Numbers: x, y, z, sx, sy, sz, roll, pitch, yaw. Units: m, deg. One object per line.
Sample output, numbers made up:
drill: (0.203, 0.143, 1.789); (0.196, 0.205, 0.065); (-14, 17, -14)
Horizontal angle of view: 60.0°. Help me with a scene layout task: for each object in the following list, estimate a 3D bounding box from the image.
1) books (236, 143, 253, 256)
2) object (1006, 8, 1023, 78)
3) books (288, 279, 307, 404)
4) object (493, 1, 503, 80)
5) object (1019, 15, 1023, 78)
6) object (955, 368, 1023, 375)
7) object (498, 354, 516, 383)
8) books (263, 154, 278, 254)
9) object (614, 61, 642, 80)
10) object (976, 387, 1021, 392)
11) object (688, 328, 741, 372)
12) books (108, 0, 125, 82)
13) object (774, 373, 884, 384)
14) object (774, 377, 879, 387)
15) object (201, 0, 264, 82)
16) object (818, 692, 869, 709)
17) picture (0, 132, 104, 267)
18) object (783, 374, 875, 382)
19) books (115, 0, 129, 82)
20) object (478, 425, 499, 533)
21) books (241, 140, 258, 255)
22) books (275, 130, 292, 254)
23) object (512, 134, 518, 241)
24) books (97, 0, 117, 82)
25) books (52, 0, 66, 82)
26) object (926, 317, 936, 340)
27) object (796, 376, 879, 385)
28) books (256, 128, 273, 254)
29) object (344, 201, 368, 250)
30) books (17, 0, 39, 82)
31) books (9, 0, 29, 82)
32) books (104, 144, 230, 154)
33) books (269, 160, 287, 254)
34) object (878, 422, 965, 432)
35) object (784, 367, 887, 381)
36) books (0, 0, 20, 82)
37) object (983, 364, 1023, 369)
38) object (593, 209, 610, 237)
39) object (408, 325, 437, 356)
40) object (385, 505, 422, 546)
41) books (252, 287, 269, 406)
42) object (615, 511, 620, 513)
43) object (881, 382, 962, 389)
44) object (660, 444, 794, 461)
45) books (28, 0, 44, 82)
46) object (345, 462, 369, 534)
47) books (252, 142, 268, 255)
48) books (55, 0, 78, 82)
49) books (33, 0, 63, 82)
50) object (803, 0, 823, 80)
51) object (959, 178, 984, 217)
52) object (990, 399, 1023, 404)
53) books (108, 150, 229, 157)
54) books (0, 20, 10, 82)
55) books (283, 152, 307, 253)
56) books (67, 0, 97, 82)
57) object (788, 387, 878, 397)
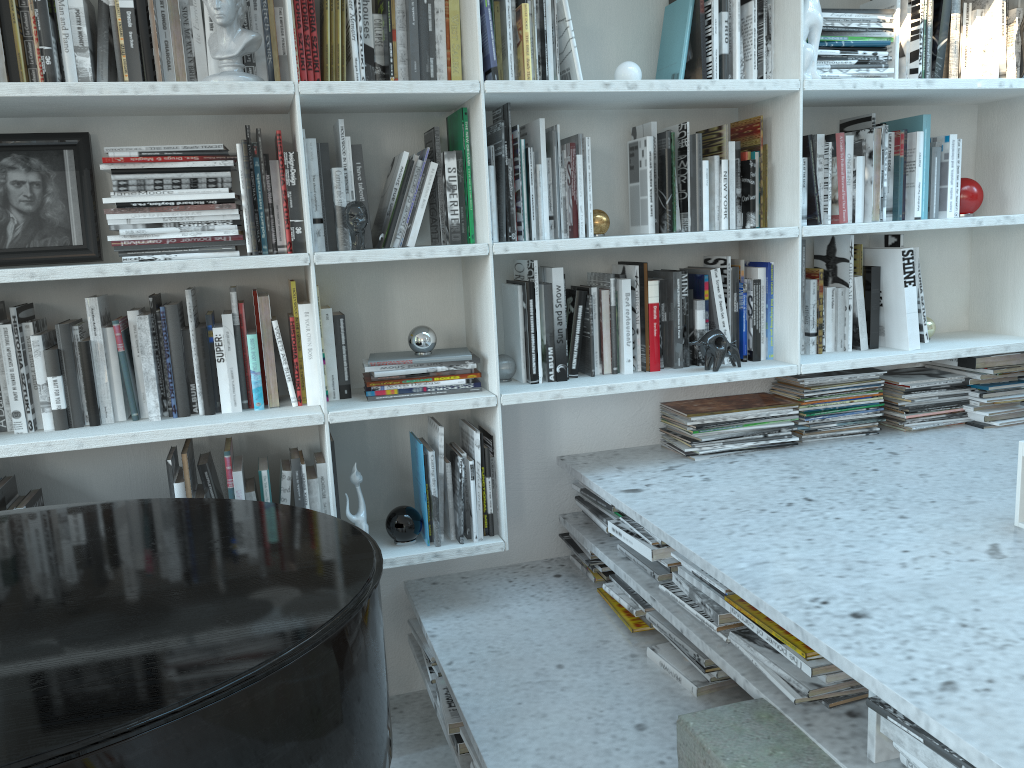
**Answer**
books: (-0.641, -0.438, 2.129); (0.012, 0.254, 0.160); (-6, 11, -15)
object: (1.431, -0.983, 2.635); (0.022, 0.212, 0.178); (-6, 11, -15)
books: (-0.539, -0.110, 2.225); (0.011, 0.301, 0.149); (-6, 11, -15)
object: (-0.051, -0.837, 2.238); (0.013, 0.208, 0.139); (-6, 11, -15)
object: (1.466, -0.997, 2.498); (0.087, 0.289, 0.075); (1, 11, 19)
object: (1.452, -0.056, 2.769); (0.144, 0.005, 0.295); (-6, 10, -17)
object: (-0.024, -0.043, 2.356); (0.071, 0.072, 0.071); (4, 12, 33)
books: (-0.589, -0.435, 2.160); (0.013, 0.233, 0.134); (-6, 11, -15)
object: (0.300, -0.796, 2.291); (0.071, 0.072, 0.071); (4, 12, 33)
object: (1.465, -0.004, 2.781); (0.134, 0.015, 0.198); (-6, 10, -15)
object: (0.541, -0.091, 2.357); (0.160, 0.114, 0.064); (-8, 11, -28)
books: (-0.884, -0.780, 2.004); (0.014, 0.259, 0.161); (-6, 11, -15)
object: (0.945, -0.027, 2.672); (0.285, 0.005, 0.159); (-6, 10, -15)
object: (0.946, -0.016, 2.673); (0.254, 0.006, 0.160); (-6, 10, -15)
object: (-0.622, -0.774, 1.938); (0.138, 0.244, 0.137); (6, 13, 39)
object: (0.559, 0.521, 1.652); (0.145, 0.010, 0.266); (-6, 10, -19)
picture: (-1.124, -0.426, 2.050); (0.300, 0.300, 0.077); (-6, 11, -15)
object: (0.946, -0.032, 2.668); (0.254, 0.006, 0.160); (-5, 10, -14)
books: (-0.871, -0.769, 2.005); (0.010, 0.234, 0.174); (-6, 11, -15)
object: (-0.059, 0.247, 2.332); (0.011, 0.261, 0.141); (-6, 11, -15)
books: (-0.629, -0.442, 2.129); (0.011, 0.261, 0.184); (-6, 11, -15)
books: (-0.554, -0.458, 2.147); (0.011, 0.280, 0.185); (-6, 11, -15)
object: (-0.012, -0.509, 2.322); (0.007, 0.266, 0.134); (-6, 11, -15)
books: (-0.916, -0.749, 2.010); (0.050, 0.199, 0.145); (-6, 11, -15)
books: (-0.999, -0.767, 1.983); (0.011, 0.252, 0.130); (-6, 11, -15)
object: (1.263, -0.171, 2.725); (0.071, 0.072, 0.071); (4, 12, 33)
object: (0.946, -0.022, 2.672); (0.254, 0.006, 0.160); (-6, 10, -15)
books: (-0.600, -0.460, 2.146); (0.011, 0.288, 0.151); (-6, 11, -15)
object: (-0.359, -0.368, 2.058); (0.054, 0.114, 0.079); (-6, 11, -17)
books: (-1.053, -0.753, 1.963); (0.025, 0.236, 0.136); (-6, 11, -15)
books: (-1.069, -0.746, 1.952); (0.012, 0.228, 0.169); (-6, 11, -15)
books: (-0.797, -0.542, 2.068); (0.254, 0.012, 0.160); (-5, 10, -11)
books: (-0.572, -0.429, 2.164); (0.021, 0.218, 0.132); (-6, 11, -15)
object: (1.310, 0.109, 2.802); (0.327, 0.008, 0.207); (-6, 10, -15)
object: (0.948, -0.036, 2.659); (0.285, 0.005, 0.159); (-5, 10, -10)
books: (-1.095, -0.763, 1.963); (0.028, 0.260, 0.134); (-6, 11, -15)
object: (1.449, -0.072, 2.765); (0.141, 0.005, 0.259); (-5, 10, -11)
object: (0.226, -0.430, 2.368); (0.071, 0.072, 0.071); (4, 12, 33)
object: (-0.223, -0.109, 2.204); (0.071, 0.072, 0.071); (4, 12, 33)
object: (-0.274, 0.356, 2.252); (0.093, 0.095, 0.093); (4, 12, 33)
books: (-0.627, -0.095, 2.211); (0.010, 0.284, 0.131); (-6, 11, -15)
object: (0.317, 0.314, 2.476); (0.135, 0.011, 0.221); (-5, 10, -11)
object: (1.302, -0.019, 2.778); (0.327, 0.008, 0.207); (-6, 10, -15)
object: (0.634, 0.178, 2.602); (0.345, 0.007, 0.193); (-7, 10, -20)
books: (-1.034, -0.777, 1.957); (0.013, 0.284, 0.176); (-6, 11, -15)
object: (-0.382, 0.305, 2.189); (0.053, 0.225, 0.046); (-4, 10, -4)
books: (-0.610, -0.443, 2.146); (0.013, 0.257, 0.162); (-6, 11, -15)
books: (-0.977, -0.750, 1.978); (0.024, 0.217, 0.175); (-6, 11, -15)
books: (-1.010, -0.769, 1.950); (0.027, 0.268, 0.189); (-6, 11, -15)
object: (0.769, -0.926, 2.287); (0.087, 0.289, 0.075); (1, 11, 19)
object: (1.350, -0.559, 2.660); (0.115, 0.116, 0.115); (-11, 13, -37)
object: (1.460, 0.029, 2.785); (0.132, 0.007, 0.293); (-5, 10, -12)
books: (-0.797, -0.530, 2.072); (0.254, 0.012, 0.160); (-6, 10, -18)
books: (-1.117, -0.744, 1.953); (0.024, 0.229, 0.147); (-6, 11, -15)
books: (-0.528, -0.434, 2.147); (0.034, 0.230, 0.199); (-6, 11, -15)
books: (-0.951, -0.752, 1.986); (0.030, 0.215, 0.168); (-6, 11, -15)
object: (0.945, 0.011, 2.677); (0.254, 0.006, 0.160); (-6, 10, -15)
